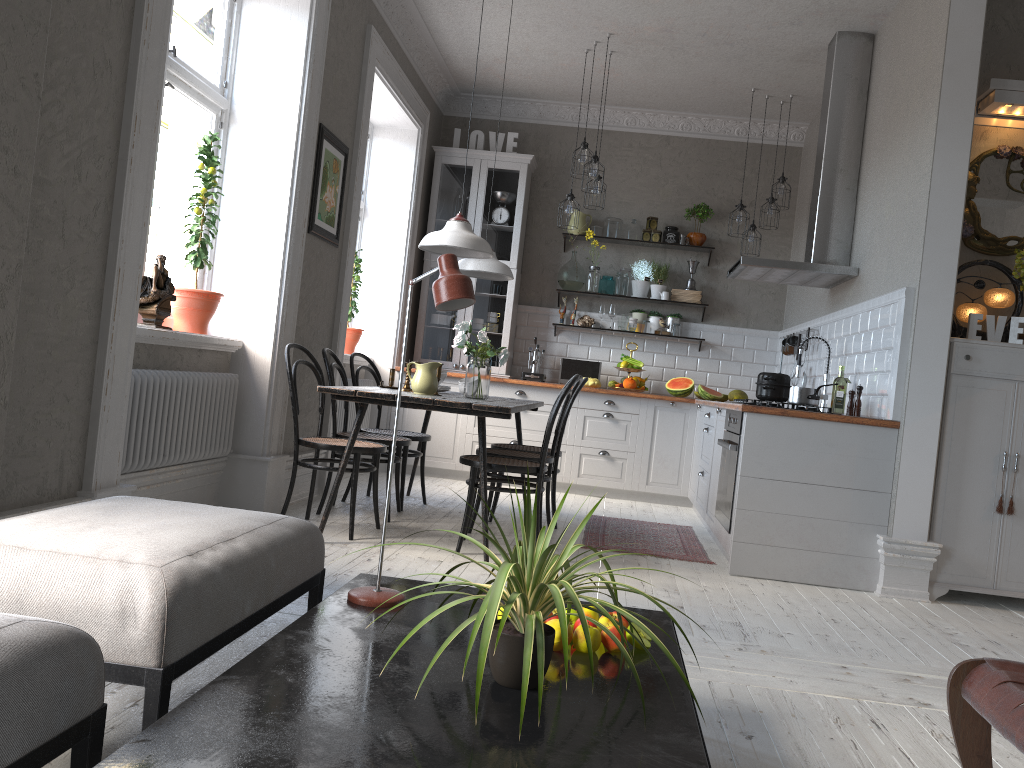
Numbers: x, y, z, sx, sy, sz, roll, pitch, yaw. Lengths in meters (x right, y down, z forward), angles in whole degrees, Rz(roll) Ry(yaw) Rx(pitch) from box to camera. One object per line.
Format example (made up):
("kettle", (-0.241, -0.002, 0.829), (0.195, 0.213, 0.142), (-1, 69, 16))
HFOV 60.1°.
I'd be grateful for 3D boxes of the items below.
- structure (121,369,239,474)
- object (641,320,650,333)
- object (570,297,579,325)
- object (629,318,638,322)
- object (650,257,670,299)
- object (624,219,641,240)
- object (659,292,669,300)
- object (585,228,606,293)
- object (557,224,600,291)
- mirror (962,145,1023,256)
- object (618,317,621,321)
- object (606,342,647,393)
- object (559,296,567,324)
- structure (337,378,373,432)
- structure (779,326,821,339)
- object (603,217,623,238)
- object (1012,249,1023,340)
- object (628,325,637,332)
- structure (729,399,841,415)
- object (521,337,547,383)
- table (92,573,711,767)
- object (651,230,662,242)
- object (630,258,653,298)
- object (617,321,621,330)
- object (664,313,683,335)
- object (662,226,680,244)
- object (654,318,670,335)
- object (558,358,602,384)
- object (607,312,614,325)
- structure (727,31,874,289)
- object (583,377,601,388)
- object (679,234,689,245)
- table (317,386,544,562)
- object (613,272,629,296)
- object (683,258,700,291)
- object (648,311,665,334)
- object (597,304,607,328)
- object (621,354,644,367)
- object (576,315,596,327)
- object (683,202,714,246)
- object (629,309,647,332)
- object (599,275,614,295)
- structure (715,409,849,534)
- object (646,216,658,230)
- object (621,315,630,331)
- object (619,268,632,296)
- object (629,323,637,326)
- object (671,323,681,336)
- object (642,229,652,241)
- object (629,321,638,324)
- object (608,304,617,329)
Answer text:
("structure", (-1.525, 0.152, 3.951), (0.148, 0.428, 1.226), (6, 0, 5))
("object", (1.162, -0.493, 7.676), (0.078, 0.108, 0.077), (6, 0, -1))
("object", (0.549, -0.635, 7.755), (0.052, 0.264, 0.063), (6, 0, 41))
("object", (1.045, -0.537, 7.630), (0.078, 0.051, 0.076), (6, 0, -9))
("object", (1.275, -0.915, 7.686), (0.188, 0.380, 0.166), (6, 0, -34))
("object", (1.067, -1.343, 7.802), (0.143, 0.220, 0.137), (6, 0, -35))
("object", (1.317, -0.756, 7.618), (0.104, 0.071, 0.064), (6, 0, 35))
("object", (0.696, -1.060, 7.637), (0.192, 0.540, 0.280), (6, 0, -2))
("object", (0.536, -1.147, 7.693), (0.340, 0.674, 0.332), (6, 0, -26))
("mirror", (2.607, -0.977, 4.697), (0.531, 0.593, 0.071), (6, 0, 4))
("object", (0.959, -0.536, 7.755), (0.076, 0.083, 0.079), (6, 0, 23))
("object", (1.001, -0.144, 7.527), (0.354, 0.425, 0.349), (6, 0, -10))
("object", (0.447, -0.647, 7.779), (0.054, 0.264, 0.060), (6, 0, -23))
("structure", (-1.236, 0.169, 6.479), (0.148, 0.428, 1.226), (6, 0, 5))
("structure", (2.150, -0.371, 6.650), (0.094, 0.053, 1.089), (6, 0, 7))
("object", (0.877, -1.346, 7.721), (0.168, 0.184, 0.176), (6, 0, 44))
("object", (2.697, -0.449, 4.477), (0.291, 0.553, 0.347), (6, 0, 39))
("object", (1.038, -0.478, 7.630), (0.077, 0.051, 0.077), (6, 0, -2))
("structure", (1.451, 0.115, 4.779), (0.494, 0.031, 0.608), (6, 0, 6))
("object", (0.197, -0.206, 7.534), (0.205, 0.370, 0.354), (6, 0, 6))
("table", (-0.087, 0.698, 1.706), (0.846, 0.303, 1.315), (6, 0, 6))
("object", (1.255, -1.269, 7.683), (0.082, 0.113, 0.083), (6, 0, 15))
("object", (1.149, -0.917, 7.748), (0.241, 0.354, 0.238), (6, 0, 23))
("object", (0.956, -0.503, 7.755), (0.076, 0.083, 0.079), (6, 0, 23))
("object", (1.416, -0.515, 7.746), (0.158, 0.213, 0.153), (6, 0, 3))
("object", (1.385, -1.286, 7.724), (0.141, 0.174, 0.142), (6, 0, 5))
("object", (1.311, -0.493, 7.657), (0.120, 0.147, 0.099), (6, 0, -27))
("object", (0.584, -0.092, 7.593), (0.350, 0.226, 0.088), (6, 0, 4))
("object", (0.871, -0.579, 7.743), (0.082, 0.217, 0.081), (6, 0, -9))
("structure", (1.896, -1.491, 5.809), (0.710, 1.595, 0.714), (6, 0, 5))
("object", (0.649, -0.012, 7.384), (0.196, 0.083, 0.190), (6, 0, 6))
("object", (1.480, -1.235, 7.617), (0.093, 0.096, 0.075), (6, 0, 6))
("table", (-0.378, 0.426, 4.978), (0.901, 0.735, 1.926), (6, 0, 6))
("object", (0.946, -0.863, 7.672), (0.123, 0.206, 0.127), (6, 0, 28))
("object", (1.563, -0.946, 7.690), (0.131, 0.287, 0.130), (6, 0, -10))
("object", (1.252, -0.535, 7.750), (0.170, 0.214, 0.150), (6, 0, 35))
("object", (0.785, -0.589, 7.754), (0.082, 0.217, 0.081), (6, 0, -9))
("object", (1.018, -0.198, 7.500), (0.209, 0.101, 0.067), (6, 0, 11))
("object", (0.640, -0.550, 7.723), (0.179, 0.111, 0.095), (6, 0, -18))
("object", (1.622, -1.371, 7.660), (0.256, 0.397, 0.245), (6, 0, 30))
("object", (1.097, -0.556, 7.753), (0.158, 0.217, 0.154), (6, 0, -15))
("object", (0.832, -0.859, 7.770), (0.125, 0.172, 0.127), (6, 0, 9))
("structure", (1.436, 0.480, 4.773), (0.616, 0.623, 0.624), (6, 0, 5))
("object", (1.213, -1.386, 7.678), (0.083, 0.113, 0.082), (6, 0, -15))
("object", (0.980, -0.528, 7.678), (0.080, 0.139, 0.077), (6, 0, -22))
("object", (0.989, -0.888, 7.820), (0.130, 0.264, 0.132), (6, 0, 11))
("object", (1.040, -0.495, 7.630), (0.077, 0.051, 0.077), (6, 0, -2))
("object", (1.416, -0.465, 7.631), (0.078, 0.108, 0.077), (6, 0, -1))
("object", (1.169, -1.278, 7.693), (0.082, 0.113, 0.083), (6, 0, 5))
("object", (1.042, -0.512, 7.630), (0.076, 0.051, 0.078), (6, 0, 24))
("object", (0.863, -0.580, 7.654), (0.082, 0.217, 0.081), (6, 0, -9))
